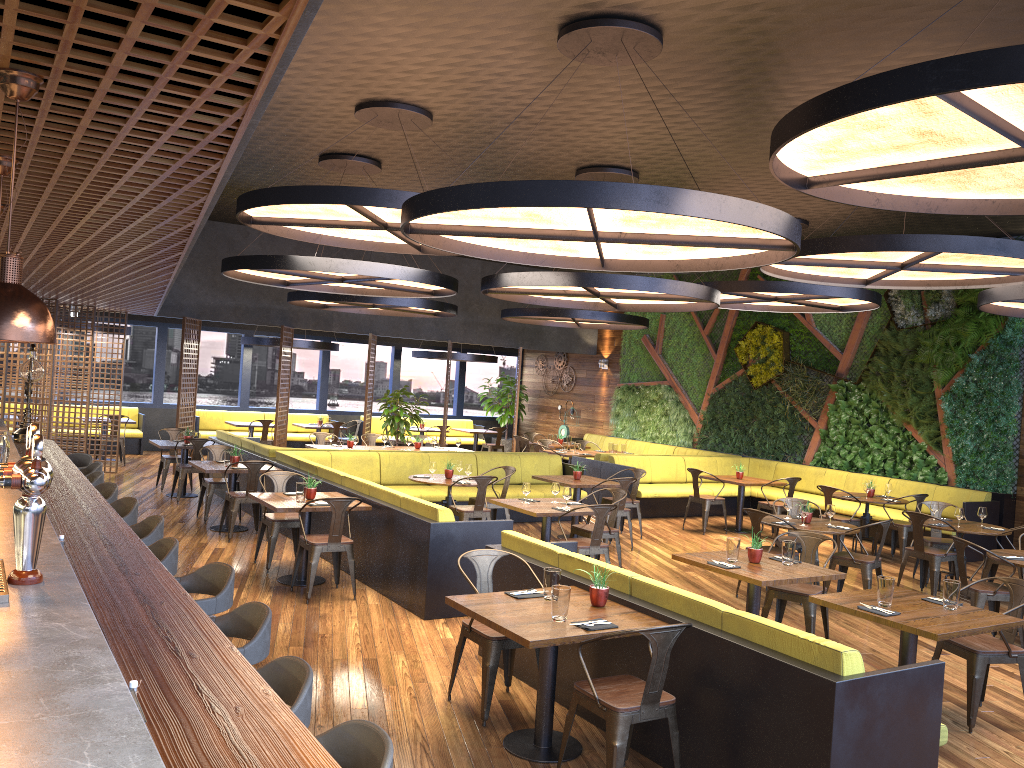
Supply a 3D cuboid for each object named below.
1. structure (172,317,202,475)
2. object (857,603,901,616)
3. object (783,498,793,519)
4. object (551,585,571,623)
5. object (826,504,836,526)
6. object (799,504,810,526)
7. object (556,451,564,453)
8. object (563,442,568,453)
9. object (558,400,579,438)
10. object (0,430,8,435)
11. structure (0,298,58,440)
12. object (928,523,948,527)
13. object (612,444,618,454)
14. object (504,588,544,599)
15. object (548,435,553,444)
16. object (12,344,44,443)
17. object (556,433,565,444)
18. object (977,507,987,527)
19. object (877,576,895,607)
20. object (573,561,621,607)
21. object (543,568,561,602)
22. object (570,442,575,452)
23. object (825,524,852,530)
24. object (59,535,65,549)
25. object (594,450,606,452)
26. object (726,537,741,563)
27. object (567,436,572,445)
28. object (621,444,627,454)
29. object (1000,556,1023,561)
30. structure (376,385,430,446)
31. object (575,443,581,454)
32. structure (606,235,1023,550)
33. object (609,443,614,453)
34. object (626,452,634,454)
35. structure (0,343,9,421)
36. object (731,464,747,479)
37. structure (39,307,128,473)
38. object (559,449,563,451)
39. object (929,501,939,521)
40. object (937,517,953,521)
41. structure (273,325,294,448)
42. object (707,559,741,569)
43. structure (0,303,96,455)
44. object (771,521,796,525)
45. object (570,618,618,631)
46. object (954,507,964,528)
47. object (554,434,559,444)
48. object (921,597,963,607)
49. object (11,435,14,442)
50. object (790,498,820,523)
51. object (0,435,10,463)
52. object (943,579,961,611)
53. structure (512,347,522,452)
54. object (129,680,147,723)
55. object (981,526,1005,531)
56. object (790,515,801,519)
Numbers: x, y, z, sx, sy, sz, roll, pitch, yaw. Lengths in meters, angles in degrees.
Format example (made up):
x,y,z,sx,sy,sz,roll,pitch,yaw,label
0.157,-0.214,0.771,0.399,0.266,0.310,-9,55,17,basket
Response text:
x,y,z,sx,sy,sz,roll,pitch,yaw,label
-5.686,0.196,15.540,0.050,2.700,0.852,4,0,-2,structure
2.212,1.367,5.396,0.157,0.019,0.255,4,0,-32,object
2.877,1.298,9.242,0.097,0.206,0.097,4,0,-25,object
0.254,1.160,4.676,0.102,0.178,0.102,4,0,4,object
3.222,1.322,8.969,0.097,0.206,0.097,4,0,10,object
2.901,1.302,8.804,0.097,0.206,0.097,4,0,30,object
0.840,1.211,15.790,0.157,0.019,0.255,4,0,-32,object
0.953,1.138,15.916,0.102,0.178,0.102,4,0,44,object
1.303,1.179,20.761,0.459,1.615,0.848,4,0,-32,object
-2.449,0.326,4.203,0.105,0.209,0.105,4,0,3,object
-7.104,0.119,12.392,1.319,2.700,0.050,4,0,-2,structure
4.592,1.506,9.499,0.255,0.019,0.157,4,0,-33,object
1.890,1.199,16.273,0.102,0.178,0.102,4,0,4,object
0.095,1.226,5.208,0.255,0.019,0.157,4,0,-32,object
0.768,1.113,17.894,0.102,0.178,0.102,4,0,44,object
-4.635,0.084,8.524,0.263,0.944,0.566,4,0,-39,object
0.981,1.081,17.886,0.238,0.271,0.260,4,0,-10,object
5.119,1.446,9.654,0.097,0.206,0.097,4,0,10,object
2.326,1.294,5.522,0.102,0.178,0.102,4,0,34,object
0.503,1.128,5.063,0.238,0.271,0.260,4,0,-26,object
0.227,1.155,5.099,0.102,0.178,0.102,4,0,44,object
1.101,1.146,16.184,0.102,0.178,0.102,4,0,44,object
3.229,1.418,8.795,0.255,0.019,0.157,4,0,36,object
-1.746,0.682,3.411,0.114,0.203,0.069,4,0,19,object
1.670,1.261,16.684,0.157,0.019,0.255,4,0,-32,object
1.649,1.242,6.622,0.102,0.178,0.102,4,0,24,object
1.153,1.139,17.922,0.102,0.178,0.102,4,0,4,object
2.081,1.210,16.491,0.102,0.178,0.102,4,0,44,object
4.362,1.501,7.656,0.255,0.019,0.157,4,0,0,object
-2.187,0.893,16.961,0.993,1.763,1.166,4,0,29,structure
1.168,1.153,15.826,0.102,0.178,0.102,4,0,4,object
4.676,-0.059,16.035,0.918,4.593,9.182,4,0,-33,structure
1.860,1.195,16.653,0.102,0.178,0.102,4,0,44,object
2.183,1.296,16.618,0.157,0.019,0.255,4,0,-32,object
-7.070,0.129,11.189,1.319,2.700,0.050,4,0,-2,structure
3.367,1.271,13.132,0.260,0.271,0.238,4,0,7,object
-7.173,0.100,14.799,1.319,2.700,0.050,4,0,-2,structure
0.957,1.216,16.243,0.157,0.019,0.255,4,0,-32,object
4.717,1.417,9.903,0.097,0.206,0.097,4,0,-16,object
4.861,1.521,9.990,0.157,0.019,0.255,4,0,11,object
-4.243,0.287,16.432,0.050,2.700,0.852,4,0,-2,structure
1.536,1.315,6.495,0.157,0.019,0.255,4,0,-32,object
-7.139,0.110,13.595,1.319,2.700,0.050,4,0,-2,structure
2.727,1.384,8.852,0.255,0.019,0.157,4,0,-33,object
0.415,1.251,4.626,0.255,0.019,0.157,4,0,-32,object
4.765,1.423,9.451,0.097,0.206,0.097,4,0,-42,object
0.901,1.121,18.067,0.102,0.178,0.102,4,0,4,object
2.793,1.404,5.717,0.157,0.019,0.255,4,0,-32,object
-3.979,0.509,7.039,0.114,0.203,0.069,4,0,3,object
2.981,1.271,8.992,0.260,0.271,0.238,4,0,7,object
-2.322,0.336,3.990,0.105,0.209,0.105,4,0,3,object
2.748,1.322,5.550,0.102,0.178,0.102,4,0,34,object
0.089,0.563,19.110,0.050,2.700,0.852,4,0,-2,structure
-0.826,0.753,1.939,0.114,0.203,0.069,4,0,16,object
5.126,1.542,9.481,0.255,0.019,0.157,4,0,36,object
3.022,1.401,9.329,0.157,0.019,0.255,4,0,11,object
